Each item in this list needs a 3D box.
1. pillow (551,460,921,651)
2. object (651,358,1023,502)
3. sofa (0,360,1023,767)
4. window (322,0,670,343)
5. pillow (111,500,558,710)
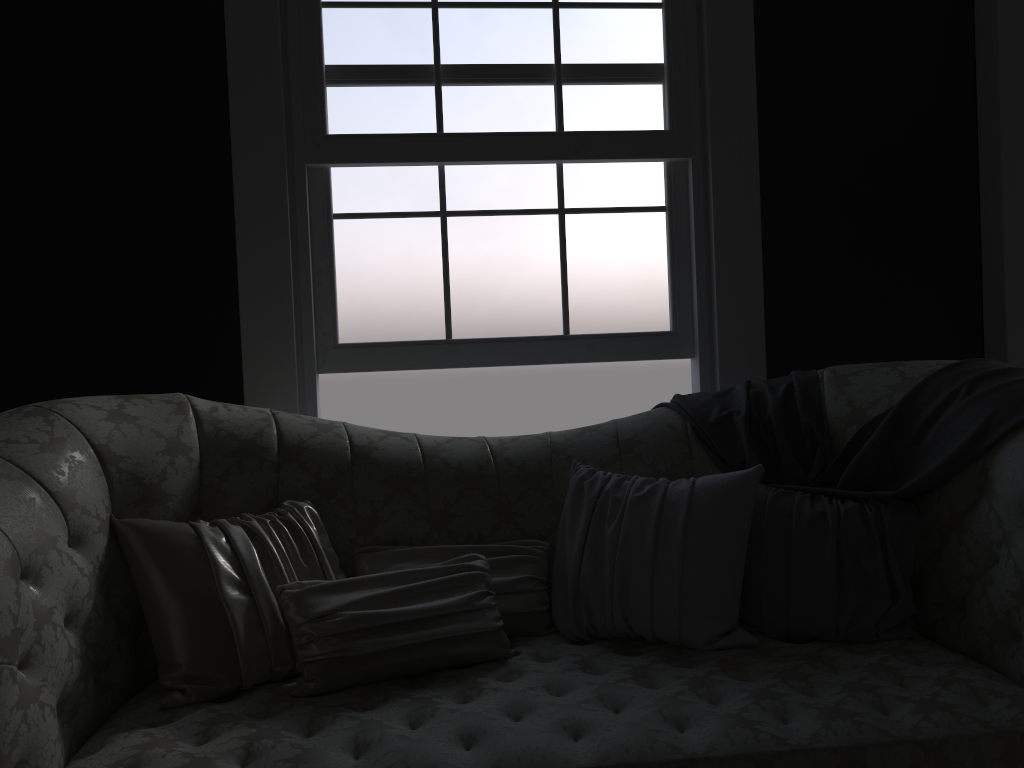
[{"bbox_3d":[0.581,0.431,2.335,0.964,0.462,0.405,-2,1,1],"label":"pillow"},{"bbox_3d":[0.998,0.234,2.527,1.367,0.585,0.516,-2,1,43],"label":"object"},{"bbox_3d":[0.066,0.562,2.330,2.812,1.161,1.605,-3,1,-5],"label":"sofa"},{"bbox_3d":[-0.046,-0.976,3.161,1.263,1.672,0.056,-3,1,-6],"label":"window"},{"bbox_3d":[-0.409,0.495,2.206,1.105,0.416,0.529,-3,1,-6],"label":"pillow"}]
